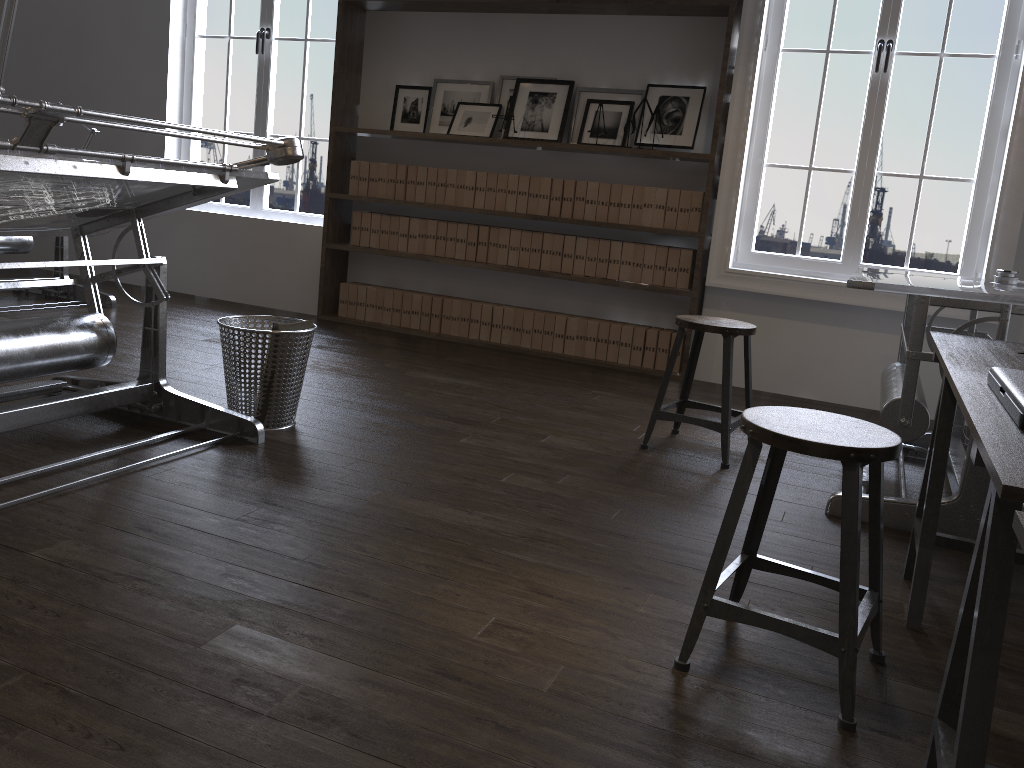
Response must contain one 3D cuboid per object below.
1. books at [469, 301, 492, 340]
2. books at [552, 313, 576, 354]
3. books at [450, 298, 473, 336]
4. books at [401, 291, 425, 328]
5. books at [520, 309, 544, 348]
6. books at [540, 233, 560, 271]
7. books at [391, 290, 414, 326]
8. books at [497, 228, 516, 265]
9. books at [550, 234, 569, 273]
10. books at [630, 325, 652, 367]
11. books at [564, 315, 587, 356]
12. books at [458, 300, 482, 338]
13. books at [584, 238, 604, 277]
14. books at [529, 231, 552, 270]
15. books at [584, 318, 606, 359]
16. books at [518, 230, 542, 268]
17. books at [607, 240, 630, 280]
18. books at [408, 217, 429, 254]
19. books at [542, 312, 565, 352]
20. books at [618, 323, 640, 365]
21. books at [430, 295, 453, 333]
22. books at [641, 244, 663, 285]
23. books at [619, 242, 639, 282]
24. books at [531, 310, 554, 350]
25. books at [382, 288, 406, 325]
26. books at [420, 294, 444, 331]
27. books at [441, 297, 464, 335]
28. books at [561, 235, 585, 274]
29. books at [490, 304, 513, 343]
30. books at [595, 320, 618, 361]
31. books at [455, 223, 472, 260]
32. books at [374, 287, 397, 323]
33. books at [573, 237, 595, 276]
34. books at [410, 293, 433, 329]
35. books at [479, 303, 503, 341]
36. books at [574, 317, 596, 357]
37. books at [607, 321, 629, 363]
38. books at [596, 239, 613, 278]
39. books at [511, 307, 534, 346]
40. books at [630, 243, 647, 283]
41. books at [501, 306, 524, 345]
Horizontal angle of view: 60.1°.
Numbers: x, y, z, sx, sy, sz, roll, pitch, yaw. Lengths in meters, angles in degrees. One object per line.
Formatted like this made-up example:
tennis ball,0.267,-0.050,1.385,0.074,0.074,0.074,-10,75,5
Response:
books,-0.197,-0.402,5.591,0.067,0.224,0.175,9,11,21
books,0.316,-0.307,5.386,0.067,0.224,0.175,9,11,21
books,-0.320,-0.426,5.645,0.067,0.224,0.175,9,11,21
books,-0.646,-0.487,5.778,0.067,0.224,0.175,9,11,21
books,0.123,-0.343,5.462,0.067,0.224,0.175,9,11,21
books,0.244,-0.800,5.363,0.067,0.224,0.175,9,11,21
books,-0.711,-0.499,5.804,0.067,0.224,0.175,9,11,21
books,-0.021,-0.848,5.465,0.067,0.224,0.175,9,11,21
books,0.300,-0.789,5.336,0.067,0.224,0.175,9,11,21
books,0.760,-0.226,5.212,0.067,0.224,0.175,9,11,21
books,0.383,-0.295,5.361,0.067,0.224,0.175,9,11,21
books,-0.264,-0.414,5.617,0.067,0.224,0.175,9,11,21
books,0.499,-0.753,5.263,0.067,0.224,0.175,9,11,21
books,0.175,-0.813,5.392,0.067,0.224,0.175,9,11,21
books,0.501,-0.273,5.310,0.067,0.224,0.175,9,11,21
books,0.112,-0.825,5.419,0.067,0.224,0.175,9,11,21
books,0.626,-0.729,5.206,0.067,0.224,0.175,9,11,21
books,-0.593,-0.955,5.699,0.067,0.224,0.175,9,11,21
books,0.253,-0.320,5.415,0.067,0.224,0.175,9,11,21
books,0.693,-0.237,5.234,0.067,0.224,0.175,9,11,21
books,-0.449,-0.449,5.693,0.067,0.224,0.175,9,11,21
books,0.811,-0.694,5.131,0.067,0.224,0.175,9,11,21
books,0.693,-0.716,5.181,0.067,0.224,0.175,9,11,21
books,0.190,-0.332,5.443,0.067,0.224,0.175,9,11,21
books,-0.775,-0.509,5.824,0.067,0.224,0.175,9,11,21
books,-0.516,-0.462,5.726,0.067,0.224,0.175,9,11,21
books,-0.379,-0.437,5.671,0.067,0.224,0.175,9,11,21
books,0.366,-0.776,5.309,0.067,0.224,0.175,9,11,21
books,-0.062,-0.377,5.538,0.067,0.224,0.175,9,11,21
books,0.565,-0.262,5.291,0.067,0.224,0.175,9,11,21
books,-0.282,-0.897,5.573,0.067,0.224,0.175,9,11,21
books,-0.835,-0.521,5.853,0.067,0.224,0.175,9,11,21
books,0.434,-0.765,5.286,0.067,0.224,0.175,9,11,21
books,-0.583,-0.474,5.748,0.067,0.224,0.175,9,11,21
books,-0.129,-0.390,5.567,0.067,0.224,0.175,9,11,21
books,0.441,-0.285,5.339,0.067,0.224,0.175,9,11,21
books,0.630,-0.250,5.264,0.067,0.224,0.175,9,11,21
books,0.563,-0.741,5.236,0.067,0.224,0.175,9,11,21
books,0.064,-0.355,5.491,0.067,0.224,0.175,9,11,21
books,0.751,-0.706,5.160,0.067,0.224,0.175,9,11,21
books,0.005,-0.365,5.513,0.067,0.224,0.175,9,11,21
